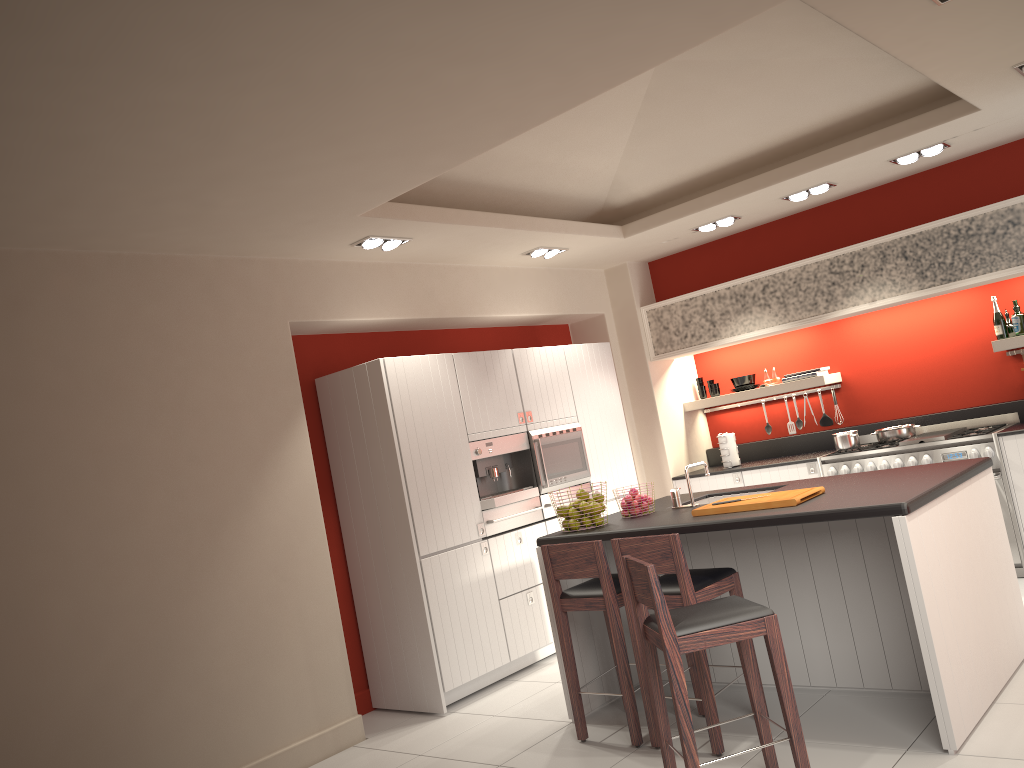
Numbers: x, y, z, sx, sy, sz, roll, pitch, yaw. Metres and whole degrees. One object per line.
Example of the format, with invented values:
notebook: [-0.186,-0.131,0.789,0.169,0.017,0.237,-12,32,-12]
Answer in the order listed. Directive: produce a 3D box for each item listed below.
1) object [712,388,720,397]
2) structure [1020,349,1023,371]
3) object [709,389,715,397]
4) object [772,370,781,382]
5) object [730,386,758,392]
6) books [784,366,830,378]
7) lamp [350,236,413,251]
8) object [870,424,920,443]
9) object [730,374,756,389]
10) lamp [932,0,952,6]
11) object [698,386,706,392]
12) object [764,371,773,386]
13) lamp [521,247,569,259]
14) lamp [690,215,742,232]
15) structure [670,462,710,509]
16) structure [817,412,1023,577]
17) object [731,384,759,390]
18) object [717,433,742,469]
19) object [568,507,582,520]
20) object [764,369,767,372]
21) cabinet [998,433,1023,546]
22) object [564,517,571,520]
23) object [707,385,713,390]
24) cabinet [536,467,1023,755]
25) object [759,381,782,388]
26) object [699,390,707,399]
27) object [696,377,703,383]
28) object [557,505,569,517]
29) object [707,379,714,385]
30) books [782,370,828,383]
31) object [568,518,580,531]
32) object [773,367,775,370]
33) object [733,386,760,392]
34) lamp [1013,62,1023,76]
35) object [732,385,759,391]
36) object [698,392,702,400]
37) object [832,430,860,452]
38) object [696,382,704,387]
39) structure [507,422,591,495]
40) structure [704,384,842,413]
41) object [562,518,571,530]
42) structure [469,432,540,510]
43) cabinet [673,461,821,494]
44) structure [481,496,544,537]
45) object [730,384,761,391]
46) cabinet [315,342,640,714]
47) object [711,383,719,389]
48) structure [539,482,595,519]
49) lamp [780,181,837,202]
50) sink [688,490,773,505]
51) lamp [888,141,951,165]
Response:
object: [1.897,0.077,8.215,0.070,0.076,0.070,-12,-4,12]
structure: [3.949,-0.111,6.600,0.255,0.347,0.130,-14,-5,41]
object: [1.895,0.087,8.360,0.070,0.076,0.070,-12,-4,12]
object: [2.356,-0.062,7.929,0.077,0.134,0.076,-13,-4,25]
object: [2.136,0.050,8.109,0.280,0.016,0.280,-14,-5,40]
books: [2.556,-0.103,7.686,0.331,0.026,0.207,-14,-5,41]
lamp: [-0.836,-0.922,5.684,0.199,0.103,0.361,-14,-5,41]
object: [3.078,0.399,7.109,0.309,0.105,0.309,-9,-4,-21]
object: [2.123,-0.017,8.114,0.232,0.108,0.232,-10,-4,-7]
lamp: [1.690,-1.567,3.416,0.199,0.085,0.361,-14,-5,41]
object: [1.774,0.058,8.255,0.070,0.076,0.070,-12,-4,12]
object: [2.274,-0.048,7.897,0.076,0.131,0.076,-10,-4,-7]
lamp: [0.259,-1.038,6.936,0.199,0.084,0.361,-14,-5,41]
lamp: [1.633,-1.300,7.112,0.361,0.109,0.199,-14,-5,41]
structure: [1.031,0.595,5.166,0.183,0.249,0.224,-14,-5,41]
structure: [3.180,0.897,6.791,1.321,1.085,0.778,-14,-5,41]
object: [2.133,0.034,8.110,0.280,0.016,0.280,-14,-5,40]
object: [1.903,0.581,7.797,0.168,0.304,0.163,-9,-4,-20]
object: [0.356,0.734,5.014,0.076,0.077,0.076,-11,-4,6]
object: [2.259,-0.122,7.903,0.023,0.031,0.024,-10,-4,-7]
cabinet: [4.197,0.701,5.946,1.360,0.994,0.687,-14,-5,41]
object: [0.325,0.746,5.108,0.076,0.077,0.076,-11,-4,6]
object: [1.886,0.044,8.363,0.070,0.076,0.070,-12,-4,12]
cabinet: [1.439,1.172,4.818,2.033,1.011,1.424,-14,-5,41]
object: [2.325,0.000,7.909,0.183,0.027,0.160,-10,-4,-20]
object: [1.782,0.102,8.251,0.070,0.076,0.070,-12,-4,12]
object: [1.788,-0.021,8.442,0.070,0.076,0.070,-12,-4,12]
object: [0.293,0.726,5.050,0.077,0.068,0.076,-14,-5,34]
object: [1.878,0.001,8.366,0.070,0.076,0.070,-12,-4,12]
books: [2.537,-0.065,7.678,0.207,0.042,0.330,-7,-5,-44]
object: [0.348,0.785,4.960,0.068,0.068,0.068,-8,-5,-38]
object: [2.344,-0.135,7.934,0.026,0.032,0.023,-13,-4,24]
object: [2.137,0.055,8.109,0.280,0.016,0.280,-14,-5,40]
lamp: [2.784,-1.691,4.668,0.199,0.090,0.361,-14,-5,41]
object: [2.135,0.045,8.110,0.280,0.016,0.280,-14,-5,40]
object: [1.813,0.108,8.433,0.070,0.076,0.070,-12,-4,12]
object: [2.661,0.457,7.048,0.201,0.148,0.201,-14,-5,34]
object: [1.797,0.022,8.439,0.070,0.076,0.070,-12,-4,12]
structure: [0.300,0.575,6.833,0.332,0.473,0.610,-14,-5,41]
structure: [2.354,0.139,8.111,1.354,0.034,0.054,-14,-5,41]
object: [0.318,0.797,5.042,0.068,0.068,0.068,-8,-5,-38]
structure: [-0.166,0.639,6.412,0.452,0.470,0.624,-14,-5,41]
cabinet: [2.249,1.196,7.695,1.360,0.994,0.687,-14,-5,41]
structure: [0.011,0.933,6.285,0.128,0.177,0.617,-14,-5,41]
object: [2.134,0.039,8.110,0.280,0.016,0.280,-14,-5,40]
cabinet: [-0.046,0.906,6.753,0.716,2.251,2.558,-15,-5,41]
object: [1.889,0.034,8.218,0.070,0.076,0.070,-12,-4,12]
structure: [0.424,0.885,6.759,0.128,0.177,0.617,-14,-5,41]
lamp: [2.203,-1.446,6.600,0.361,0.104,0.199,-14,-5,41]
sink: [1.300,0.811,5.231,0.567,0.258,0.516,-14,-5,41]
lamp: [2.788,-1.595,6.074,0.361,0.103,0.199,-14,-5,41]
